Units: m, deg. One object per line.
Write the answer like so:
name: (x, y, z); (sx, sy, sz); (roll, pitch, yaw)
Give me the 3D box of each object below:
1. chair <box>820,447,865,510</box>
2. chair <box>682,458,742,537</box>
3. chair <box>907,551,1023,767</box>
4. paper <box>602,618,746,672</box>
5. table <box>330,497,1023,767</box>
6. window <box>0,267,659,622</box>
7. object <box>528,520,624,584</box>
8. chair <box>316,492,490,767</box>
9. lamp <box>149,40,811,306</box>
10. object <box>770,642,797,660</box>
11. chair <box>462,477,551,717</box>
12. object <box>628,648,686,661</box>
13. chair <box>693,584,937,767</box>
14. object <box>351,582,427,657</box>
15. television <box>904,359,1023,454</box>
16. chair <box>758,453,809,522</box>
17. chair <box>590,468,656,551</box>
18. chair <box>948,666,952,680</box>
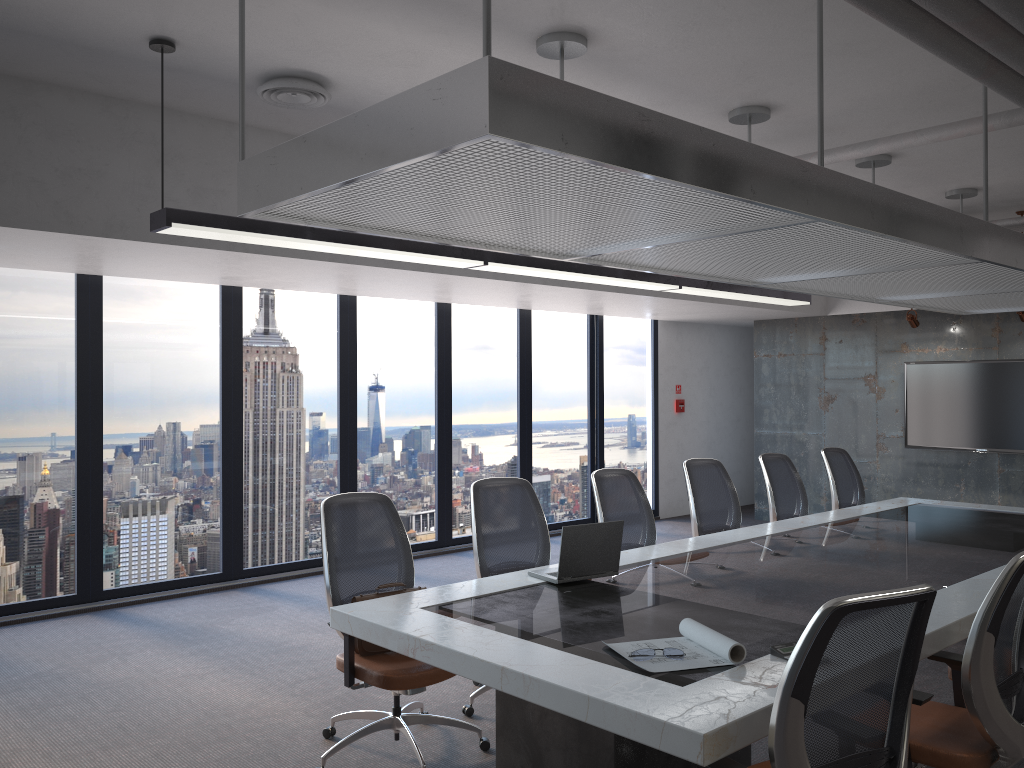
chair: (2.970, 1.121, 7.310); (0.828, 1.166, 0.789); (0, 0, 11)
chair: (1.588, 1.120, 6.163); (0.828, 1.166, 0.789); (0, 0, 17)
chair: (1.514, 1.101, 3.153); (0.828, 1.166, 0.789); (0, 0, 11)
paper: (0.555, 0.904, 3.088); (0.379, 0.069, 0.348); (0, 0, -17)
table: (1.898, 1.315, 4.911); (5.498, 0.745, 1.898); (0, 0, -43)
window: (-1.548, 0.376, 8.333); (9.225, 2.670, 0.121); (0, 0, -43)
object: (0.312, 0.805, 4.358); (0.366, 0.277, 0.308); (0, 0, -32)
chair: (-0.523, 1.115, 4.108); (0.828, 1.166, 0.789); (0, 0, 11)
lamp: (1.829, -1.211, 4.862); (6.097, 0.908, 4.126); (0, 0, -43)
object: (0.983, 0.921, 3.030); (0.126, 0.026, 0.161); (0, 0, -28)
chair: (0.128, 1.117, 4.797); (0.828, 1.166, 0.789); (0, 0, 22)
object: (0.500, 0.919, 3.018); (0.200, 0.036, 0.049); (0, 0, -6)
chair: (0.783, 1.100, 2.551); (0.828, 1.166, 0.789); (0, 0, 27)
object: (-0.562, 1.084, 4.139); (0.378, 0.308, 0.138); (0, 0, -31)
television: (5.600, 0.221, 8.465); (0.101, 0.960, 3.667); (0, 0, -43)
chair: (2.271, 1.120, 6.669); (0.828, 1.166, 0.789); (0, 0, 11)
chair: (0.874, 1.118, 5.389); (0.828, 1.166, 0.789); (0, 0, 11)
chair: (2.213, 1.102, 3.793); (0.828, 1.166, 0.789); (0, 0, 11)
